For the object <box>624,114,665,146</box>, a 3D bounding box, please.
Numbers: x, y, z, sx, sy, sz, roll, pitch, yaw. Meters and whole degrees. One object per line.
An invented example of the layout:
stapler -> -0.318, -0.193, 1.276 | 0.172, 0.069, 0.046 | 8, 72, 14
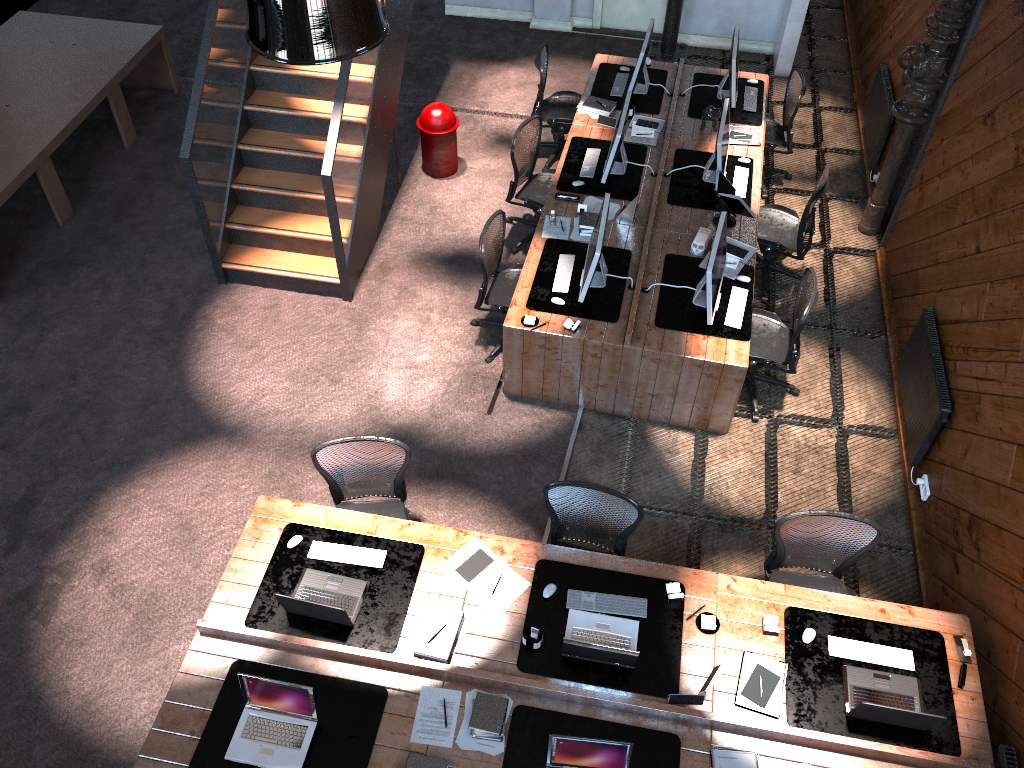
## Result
object -> 1.209, -2.324, 8.095 | 0.304, 0.017, 0.467 | 14, 49, 12

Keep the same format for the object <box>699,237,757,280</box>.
object -> 1.682, -0.992, 6.895 | 0.304, 0.017, 0.467 | 27, 53, 22

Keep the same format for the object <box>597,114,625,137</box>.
object -> 0.935, -2.370, 8.097 | 0.129, 0.083, 0.347 | -32, 56, -26

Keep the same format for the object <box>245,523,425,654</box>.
object -> -0.974, 1.123, 4.952 | 0.848, 0.008, 0.687 | 8, 48, 7

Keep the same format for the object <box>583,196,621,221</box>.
object -> 0.722, -1.452, 7.317 | 0.315, 0.002, 0.246 | 21, 51, 17

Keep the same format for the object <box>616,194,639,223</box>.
object -> 0.939, -1.453, 7.107 | 0.165, 0.320, 0.178 | 15, 49, 13

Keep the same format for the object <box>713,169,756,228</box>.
object -> 1.734, -1.454, 7.075 | 0.304, 0.380, 0.417 | -12, 49, -11

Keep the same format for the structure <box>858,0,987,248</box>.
structure -> 3.481, -2.452, 7.448 | 0.500, 2.745, 1.003 | 13, 49, 11

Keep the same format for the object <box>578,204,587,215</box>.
object -> 0.573, -1.422, 7.224 | 0.076, 0.102, 0.034 | 9, 48, 7

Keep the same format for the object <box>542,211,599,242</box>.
object -> 0.491, -1.287, 7.098 | 0.478, 0.098, 0.319 | 7, 48, 6

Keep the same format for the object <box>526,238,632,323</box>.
object -> 0.519, -0.798, 6.718 | 0.687, 0.008, 0.848 | 10, 48, 8

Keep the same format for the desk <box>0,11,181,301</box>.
desk -> -4.835, -2.329, 8.526 | 1.650, 0.750, 3.630 | 9, 48, 7

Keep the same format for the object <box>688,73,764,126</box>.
object -> 2.060, -2.739, 8.503 | 0.687, 0.008, 0.848 | 10, 48, 8

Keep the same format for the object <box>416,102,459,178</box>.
object -> -0.716, -2.409, 8.681 | 0.414, 0.707, 0.414 | -26, 53, -22

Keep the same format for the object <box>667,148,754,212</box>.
object -> 1.708, -1.744, 7.595 | 0.687, 0.008, 0.848 | 10, 48, 8

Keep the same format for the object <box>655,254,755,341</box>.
object -> 1.446, -0.660, 6.608 | 0.687, 0.008, 0.848 | 10, 48, 8

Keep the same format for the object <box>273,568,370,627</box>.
object -> -1.015, 1.102, 4.777 | 0.390, 0.283, 0.323 | 10, 48, 8

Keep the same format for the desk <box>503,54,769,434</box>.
desk -> 1.243, -1.528, 7.841 | 1.748, 0.840, 4.117 | 10, 48, 8

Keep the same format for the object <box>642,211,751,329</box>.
object -> 1.472, -0.784, 6.356 | 0.811, 0.578, 0.663 | -17, 50, -16

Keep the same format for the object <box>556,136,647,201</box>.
object -> 0.791, -1.881, 7.704 | 0.687, 0.008, 0.848 | 10, 48, 8

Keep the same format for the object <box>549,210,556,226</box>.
object -> 0.331, -1.352, 7.179 | 0.054, 0.064, 0.159 | 0, 48, -1

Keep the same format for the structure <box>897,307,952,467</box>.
structure -> 2.927, 0.033, 6.335 | 0.073, 0.628, 1.064 | 9, 48, 7

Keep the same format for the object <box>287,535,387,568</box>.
object -> -1.007, 0.962, 5.074 | 0.577, 0.040, 0.139 | 9, 48, 7

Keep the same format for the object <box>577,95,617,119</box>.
object -> 0.784, -2.610, 8.325 | 0.363, 0.065, 0.325 | 29, 53, 23

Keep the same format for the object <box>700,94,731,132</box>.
object -> 1.842, -2.466, 8.022 | 0.229, 0.351, 0.135 | 7, 48, 5

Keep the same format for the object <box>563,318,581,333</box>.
object -> 0.428, -0.428, 6.343 | 0.106, 0.063, 0.082 | 22, 51, 18

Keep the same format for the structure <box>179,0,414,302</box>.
structure -> -1.240, -3.972, 8.338 | 10.620, 4.603, 5.793 | 9, 48, 7

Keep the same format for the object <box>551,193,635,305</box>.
object -> 0.635, -0.963, 6.501 | 0.610, 0.573, 0.714 | 8, 48, 6

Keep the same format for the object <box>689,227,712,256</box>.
object -> 1.485, -1.118, 6.968 | 0.128, 0.146, 0.253 | 19, 50, 16

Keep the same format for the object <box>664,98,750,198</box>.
object -> 1.798, -1.939, 7.408 | 0.772, 0.578, 0.642 | -25, 53, -22

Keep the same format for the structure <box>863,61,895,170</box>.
structure -> 3.621, -2.646, 8.774 | 0.073, 0.628, 1.064 | 9, 48, 7

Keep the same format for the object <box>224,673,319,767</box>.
object -> -1.167, 1.632, 4.257 | 0.380, 0.288, 0.320 | 9, 48, 7

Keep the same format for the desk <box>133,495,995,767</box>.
desk -> 0.328, 1.822, 4.790 | 4.117, 0.840, 1.748 | 9, 48, 7

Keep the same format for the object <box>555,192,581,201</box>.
object -> 0.465, -1.562, 7.394 | 0.215, 0.031, 0.089 | 9, 48, 7

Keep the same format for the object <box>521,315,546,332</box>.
object -> 0.138, -0.455, 6.387 | 0.158, 0.026, 0.154 | -25, 53, -21

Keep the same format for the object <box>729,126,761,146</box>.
object -> 2.086, -2.244, 8.021 | 0.316, 0.060, 0.229 | 3, 48, 2

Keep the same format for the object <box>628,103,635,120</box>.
object -> 1.091, -2.534, 8.221 | 0.078, 0.138, 0.099 | 22, 51, 18

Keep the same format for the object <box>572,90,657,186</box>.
object -> 0.795, -2.036, 7.478 | 0.735, 0.576, 0.654 | -24, 52, -21
